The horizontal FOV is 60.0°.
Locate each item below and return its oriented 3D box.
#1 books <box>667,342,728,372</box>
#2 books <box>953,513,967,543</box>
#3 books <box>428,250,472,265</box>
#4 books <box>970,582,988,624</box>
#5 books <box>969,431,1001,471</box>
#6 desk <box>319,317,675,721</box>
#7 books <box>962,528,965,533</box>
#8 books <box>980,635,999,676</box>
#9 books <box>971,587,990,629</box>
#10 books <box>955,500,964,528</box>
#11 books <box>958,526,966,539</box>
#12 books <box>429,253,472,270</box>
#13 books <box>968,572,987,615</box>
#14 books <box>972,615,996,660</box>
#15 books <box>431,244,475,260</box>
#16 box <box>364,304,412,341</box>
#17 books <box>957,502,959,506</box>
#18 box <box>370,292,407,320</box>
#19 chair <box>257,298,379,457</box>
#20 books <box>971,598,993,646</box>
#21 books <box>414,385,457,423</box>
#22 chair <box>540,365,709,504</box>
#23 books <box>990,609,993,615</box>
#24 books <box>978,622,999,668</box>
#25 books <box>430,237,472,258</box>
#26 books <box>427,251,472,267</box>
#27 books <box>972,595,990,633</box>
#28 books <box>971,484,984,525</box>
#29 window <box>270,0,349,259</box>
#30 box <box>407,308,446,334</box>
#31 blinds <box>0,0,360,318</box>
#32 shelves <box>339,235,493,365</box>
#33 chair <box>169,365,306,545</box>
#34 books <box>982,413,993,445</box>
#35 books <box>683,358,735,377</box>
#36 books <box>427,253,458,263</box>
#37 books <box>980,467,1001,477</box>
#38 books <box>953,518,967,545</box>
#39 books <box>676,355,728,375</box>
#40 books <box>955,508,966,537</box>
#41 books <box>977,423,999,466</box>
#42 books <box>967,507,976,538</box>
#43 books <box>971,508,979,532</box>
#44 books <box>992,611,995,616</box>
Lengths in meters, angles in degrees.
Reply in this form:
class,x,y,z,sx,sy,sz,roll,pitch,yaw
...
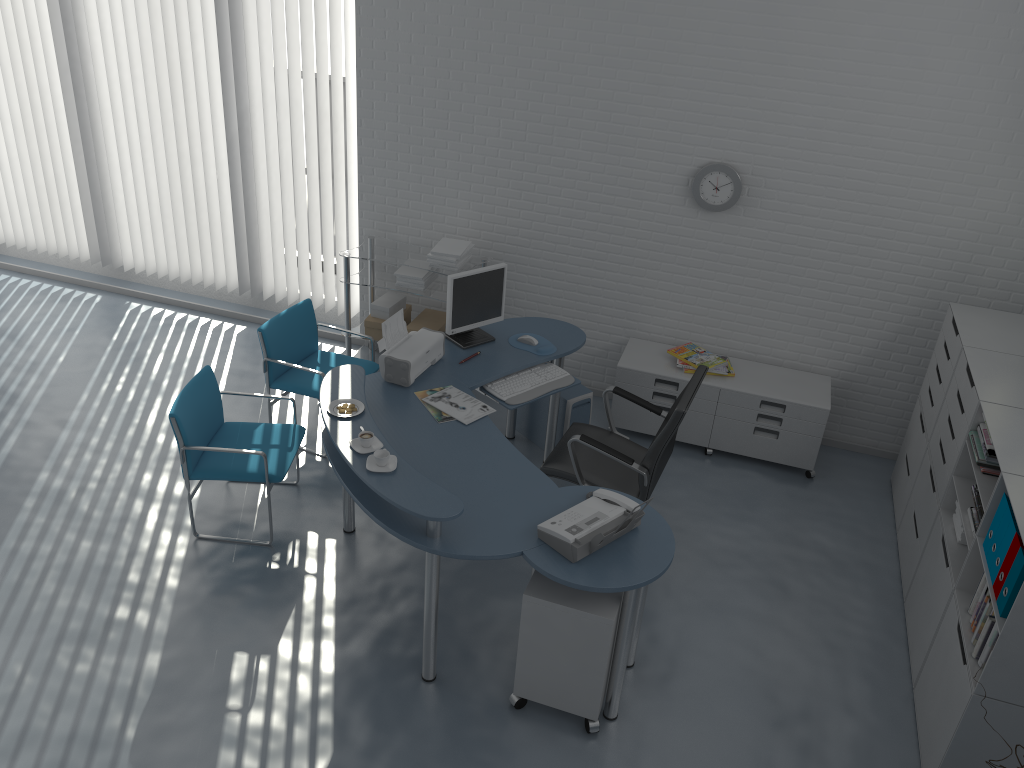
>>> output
class,x,y,z,sx,sy,sz,roll,pitch,yaw
books,1.114,-0.161,5.332,0.210,0.020,0.300,-17,36,-34
books,2.073,0.649,3.847,0.270,0.015,0.190,11,29,11
books,-0.386,-0.812,5.534,0.190,0.015,0.270,12,30,14
books,1.827,0.836,3.317,0.157,0.198,0.022,12,30,14
books,2.049,0.290,3.705,0.234,0.034,0.240,12,30,14
desk,-0.190,0.437,4.235,1.402,0.900,2.282,0,29,-8
books,2.079,0.614,3.819,0.270,0.015,0.190,14,30,16
books,1.740,0.963,3.075,0.157,0.198,0.022,12,30,14
books,1.819,0.846,3.292,0.157,0.203,0.032,12,30,14
books,2.072,0.590,3.829,0.270,0.015,0.190,12,30,14
books,2.075,0.641,3.832,0.270,0.015,0.190,13,30,15
books,-0.382,-0.783,5.544,0.190,0.015,0.270,11,29,11
books,1.847,0.806,3.368,0.157,0.203,0.040,12,30,14
books,1.762,0.924,3.163,0.173,0.184,0.032,12,30,14
books,-0.365,-0.837,5.520,0.190,0.015,0.270,12,30,14
box,-0.817,-0.414,5.869,0.207,0.133,0.347,10,29,9
books,2.078,0.584,3.811,0.270,0.015,0.190,10,29,9
box,-0.809,-0.511,5.815,0.139,0.090,0.234,15,30,18
chair,-1.118,-0.046,5.178,0.543,0.707,0.542,15,30,18
books,1.789,0.878,3.216,0.166,0.217,0.038,12,30,14
books,-0.314,0.093,4.196,0.200,0.005,0.300,-11,32,-26
chair,0.534,0.350,4.447,0.652,0.948,0.584,15,31,18
books,1.785,0.897,3.195,0.155,0.203,0.017,12,30,14
books,1.759,0.933,3.126,0.157,0.203,0.040,12,30,14
books,-0.377,-0.849,5.508,0.190,0.015,0.270,10,29,9
books,-0.390,-0.796,5.536,0.190,0.015,0.270,13,30,15
books,1.810,0.871,3.277,0.157,0.172,0.021,12,30,14
books,1.959,0.513,3.515,0.224,0.041,0.283,12,30,14
window,-2.411,-2.308,6.479,3.635,2.562,0.008,12,30,14
box,-0.538,-0.353,5.800,0.207,0.133,0.347,12,30,14
blinds,-2.925,-2.198,6.143,4.001,2.955,0.158,12,30,14
shelves,-0.633,-0.442,5.815,0.896,0.848,0.441,13,30,14
chair,-1.350,0.346,4.435,0.543,0.707,0.542,5,29,0
books,2.064,0.202,3.643,0.212,0.024,0.258,12,30,14
books,1.172,-0.112,5.336,0.300,0.020,0.210,5,29,0
books,-0.386,-0.822,5.520,0.190,0.015,0.270,14,30,16
books,2.055,0.321,3.704,0.209,0.019,0.265,12,30,14
books,2.072,0.663,3.854,0.270,0.015,0.190,12,30,14
books,1.145,-0.132,5.326,0.300,0.020,0.210,10,29,9
books,2.070,0.626,3.827,0.270,0.015,0.190,12,30,14
books,2.058,0.263,3.673,0.212,0.044,0.265,12,30,14
books,1.955,0.602,3.552,0.212,0.034,0.265,12,30,14
books,1.951,0.586,3.521,0.212,0.023,0.224,12,30,14
books,1.780,0.886,3.168,0.157,0.247,0.021,12,30,14
